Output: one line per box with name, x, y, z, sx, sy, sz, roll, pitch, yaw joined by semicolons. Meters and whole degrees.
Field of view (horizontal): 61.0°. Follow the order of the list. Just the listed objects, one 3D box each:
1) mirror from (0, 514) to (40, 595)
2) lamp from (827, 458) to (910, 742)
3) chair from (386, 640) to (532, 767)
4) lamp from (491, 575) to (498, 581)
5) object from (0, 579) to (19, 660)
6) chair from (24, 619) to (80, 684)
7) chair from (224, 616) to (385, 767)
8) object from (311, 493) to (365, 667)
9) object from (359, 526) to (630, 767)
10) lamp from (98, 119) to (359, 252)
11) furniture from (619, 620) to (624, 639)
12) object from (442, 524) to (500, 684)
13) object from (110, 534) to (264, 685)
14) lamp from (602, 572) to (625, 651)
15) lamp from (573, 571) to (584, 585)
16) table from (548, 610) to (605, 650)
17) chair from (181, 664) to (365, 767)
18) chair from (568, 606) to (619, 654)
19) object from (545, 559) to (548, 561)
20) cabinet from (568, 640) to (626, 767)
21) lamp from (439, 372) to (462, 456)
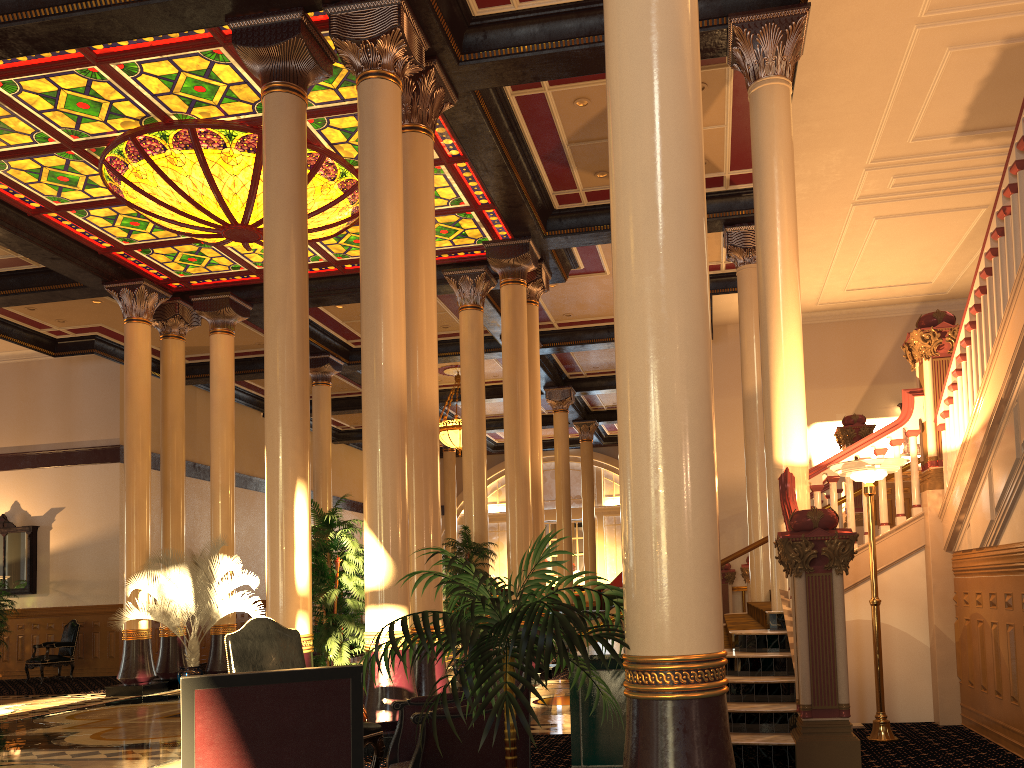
mirror;-9.700;3.255;16.590;1.369;1.537;0.204;-4;-4;9
lamp;2.646;1.580;6.336;0.565;1.989;0.602;-5;-5;29
chair;-0.280;1.789;4.423;0.659;0.909;0.679;0;-8;-19
lamp;-0.619;6.012;26.389;0.439;0.438;0.414;4;-10;-34
object;-9.606;4.375;15.831;1.116;2.126;1.014;1;-7;-31
chair;-8.232;4.776;15.567;0.718;1.086;0.778;-7;-8;35
chair;-1.282;1.934;5.201;0.725;1.086;0.769;-6;-8;25
object;-1.568;2.020;7.675;1.116;2.126;1.014;1;-7;-31
object;-0.010;1.246;3.309;1.101;1.419;1.034;-8;-9;39
lamp;-3.212;-2.059;10.333;2.963;0.594;3.097;-5;-13;8
furniture;2.475;4.785;17.235;0.797;0.930;2.241;-4;-12;12
object;-0.643;2.979;11.749;1.037;2.126;1.094;-2;-6;-1
object;-4.419;3.301;12.642;1.795;2.245;2.142;-4;-9;14
lamp;0.612;1.095;4.283;0.316;0.415;0.327;-3;-8;7
lamp;1.959;5.800;25.991;0.439;0.438;0.414;4;-10;-34
table;1.194;4.815;16.858;1.092;0.762;1.690;-4;-12;11
chair;-0.955;1.589;3.480;0.700;0.909;0.639;0;-7;-19
chair;1.499;4.375;15.316;0.750;0.902;0.998;-7;-10;31
object;2.017;0.427;11.984;0.675;4.218;30.300;-2;-14;-6
cabinet;0.668;1.811;4.579;0.543;0.853;1.299;-4;-11;12
lamp;-1.170;0.670;19.231;1.182;1.884;1.217;-3;-7;5
